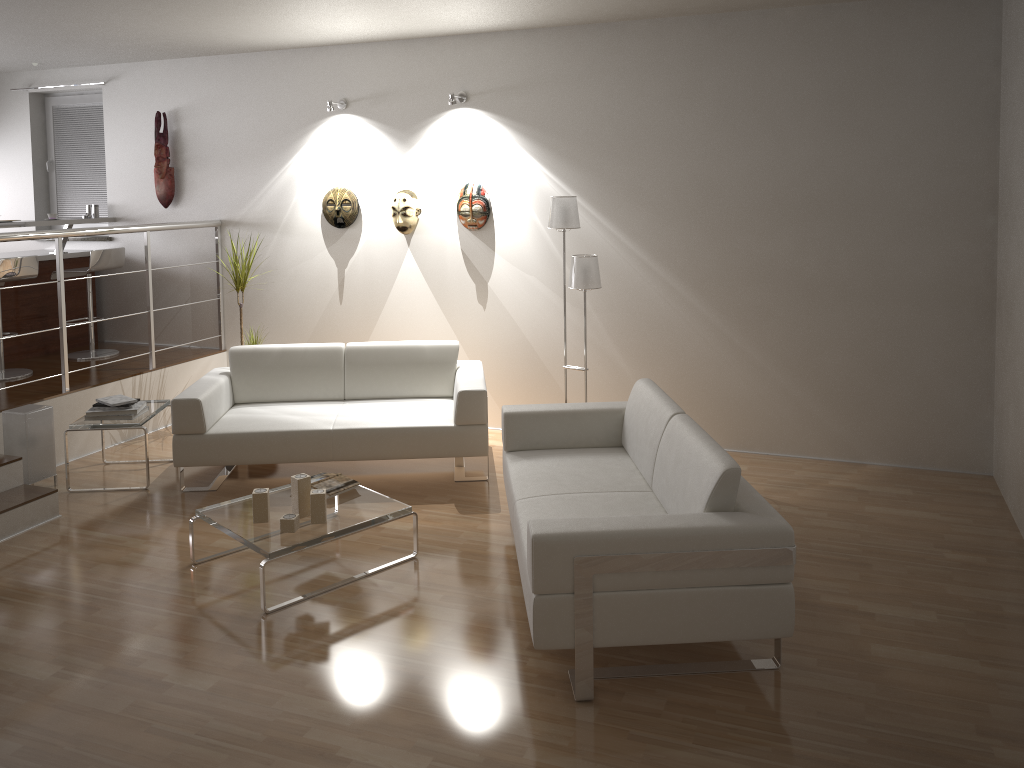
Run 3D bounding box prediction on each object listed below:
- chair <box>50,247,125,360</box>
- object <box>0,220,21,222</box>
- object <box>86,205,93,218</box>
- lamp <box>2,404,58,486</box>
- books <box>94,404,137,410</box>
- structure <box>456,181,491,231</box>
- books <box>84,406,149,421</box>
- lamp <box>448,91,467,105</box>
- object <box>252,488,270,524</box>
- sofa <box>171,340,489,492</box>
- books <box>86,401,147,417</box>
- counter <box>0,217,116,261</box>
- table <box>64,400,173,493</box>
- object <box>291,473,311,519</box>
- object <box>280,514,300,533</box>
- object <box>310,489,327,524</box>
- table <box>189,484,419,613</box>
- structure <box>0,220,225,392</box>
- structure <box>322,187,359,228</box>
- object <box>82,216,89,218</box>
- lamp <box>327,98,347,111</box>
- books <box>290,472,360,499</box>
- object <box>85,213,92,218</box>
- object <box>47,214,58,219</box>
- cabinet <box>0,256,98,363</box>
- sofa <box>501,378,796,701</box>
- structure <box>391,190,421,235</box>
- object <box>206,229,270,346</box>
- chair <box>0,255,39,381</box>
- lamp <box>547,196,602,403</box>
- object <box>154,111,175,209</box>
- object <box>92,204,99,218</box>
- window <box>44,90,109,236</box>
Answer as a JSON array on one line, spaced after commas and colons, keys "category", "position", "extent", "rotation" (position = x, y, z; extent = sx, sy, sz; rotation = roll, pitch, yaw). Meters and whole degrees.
[{"category": "chair", "position": [-3.305, -0.644, 6.881], "extent": [0.426, 0.836, 0.393], "rotation": [1, 6, 17]}, {"category": "object", "position": [-3.848, -1.223, 6.586], "extent": [0.218, 0.010, 0.315], "rotation": [5, 14, 23]}, {"category": "object", "position": [-3.561, -1.456, 7.385], "extent": [0.052, 0.108, 0.053], "rotation": [0, 6, 5]}, {"category": "lamp", "position": [-2.822, 0.380, 5.128], "extent": [0.199, 0.474, 0.195], "rotation": [1, 5, 21]}, {"category": "books", "position": [-2.363, 0.126, 5.235], "extent": [0.217, 0.014, 0.155], "rotation": [-3, 13, -9]}, {"category": "structure", "position": [-0.287, -1.253, 6.169], "extent": [0.265, 0.350, 0.076], "rotation": [2, 5, 21]}, {"category": "books", "position": [-2.362, 0.174, 5.238], "extent": [0.287, 0.026, 0.232], "rotation": [-1, 13, 1]}, {"category": "lamp", "position": [-0.386, -1.990, 6.095], "extent": [0.080, 0.106, 0.194], "rotation": [2, 11, 21]}, {"category": "object", "position": [-1.125, 0.539, 3.927], "extent": [0.067, 0.148, 0.068], "rotation": [-2, 5, -9]}, {"category": "sofa", "position": [-1.050, 0.163, 5.391], "extent": [1.781, 0.729, 0.924], "rotation": [-2, 9, -4]}, {"category": "books", "position": [-2.362, 0.147, 5.236], "extent": [0.287, 0.026, 0.232], "rotation": [-3, 13, -9]}, {"category": "counter", "position": [-4.062, -1.088, 6.735], "extent": [0.840, 0.313, 2.144], "rotation": [4, 13, 21]}, {"category": "table", "position": [-2.369, 0.364, 5.345], "extent": [0.464, 0.394, 0.562], "rotation": [-1, 10, -4]}, {"category": "object", "position": [-0.957, 0.502, 3.979], "extent": [0.067, 0.194, 0.067], "rotation": [-5, 7, -44]}, {"category": "object", "position": [-0.968, 0.600, 3.815], "extent": [0.067, 0.073, 0.068], "rotation": [0, 8, 6]}, {"category": "object", "position": [-0.863, 0.540, 3.907], "extent": [0.067, 0.149, 0.068], "rotation": [-2, 5, -9]}, {"category": "table", "position": [-0.969, 0.701, 4.087], "extent": [0.804, 0.245, 0.707], "rotation": [-12, 16, -43]}, {"category": "structure", "position": [-2.763, -0.549, 5.970], "extent": [0.057, 1.031, 2.369], "rotation": [1, 11, 21]}, {"category": "structure", "position": [-1.299, -1.320, 6.556], "extent": [0.317, 0.312, 0.070], "rotation": [2, 5, 21]}, {"category": "object", "position": [-3.565, -1.398, 7.323], "extent": [0.051, 0.019, 0.051], "rotation": [4, 13, 23]}, {"category": "lamp", "position": [-1.299, -2.056, 6.448], "extent": [0.080, 0.106, 0.194], "rotation": [2, 11, 21]}, {"category": "books", "position": [-0.922, 0.494, 4.320], "extent": [0.294, 0.055, 0.207], "rotation": [8, 15, 35]}, {"category": "object", "position": [-3.541, -1.412, 7.327], "extent": [0.051, 0.044, 0.051], "rotation": [-4, 10, -21]}, {"category": "object", "position": [-3.643, -1.329, 6.949], "extent": [0.080, 0.045, 0.068], "rotation": [-7, 12, -31]}, {"category": "cabinet", "position": [-4.161, -0.541, 6.693], "extent": [0.634, 0.736, 1.884], "rotation": [2, 12, 21]}, {"category": "sofa", "position": [0.453, 0.496, 3.811], "extent": [0.906, 0.726, 1.821], "rotation": [-1, 11, -4]}, {"category": "structure", "position": [-0.792, -1.241, 6.335], "extent": [0.243, 0.324, 0.131], "rotation": [2, 6, 22]}, {"category": "object", "position": [-1.958, -0.402, 6.339], "extent": [0.442, 1.453, 0.507], "rotation": [2, 6, 34]}, {"category": "chair", "position": [-3.592, -0.473, 6.141], "extent": [0.426, 0.836, 0.393], "rotation": [2, 6, 25]}, {"category": "lamp", "position": [0.390, -0.328, 5.417], "extent": [0.366, 1.648, 0.210], "rotation": [3, 5, 41]}, {"category": "object", "position": [-2.832, -1.819, 7.115], "extent": [0.151, 0.778, 0.152], "rotation": [-3, 4, -24]}, {"category": "object", "position": [-3.504, -1.455, 7.370], "extent": [0.052, 0.110, 0.053], "rotation": [0, 5, 5]}, {"category": "window", "position": [-3.772, -1.934, 7.699], "extent": [0.844, 1.250, 0.143], "rotation": [2, 5, 21]}]
